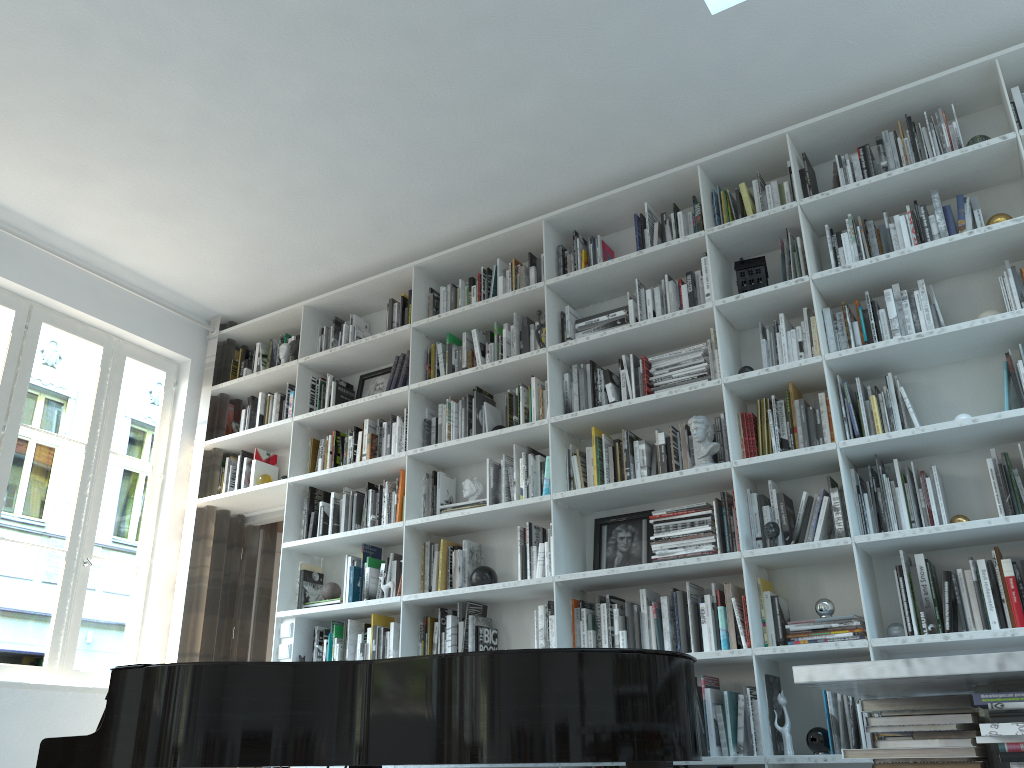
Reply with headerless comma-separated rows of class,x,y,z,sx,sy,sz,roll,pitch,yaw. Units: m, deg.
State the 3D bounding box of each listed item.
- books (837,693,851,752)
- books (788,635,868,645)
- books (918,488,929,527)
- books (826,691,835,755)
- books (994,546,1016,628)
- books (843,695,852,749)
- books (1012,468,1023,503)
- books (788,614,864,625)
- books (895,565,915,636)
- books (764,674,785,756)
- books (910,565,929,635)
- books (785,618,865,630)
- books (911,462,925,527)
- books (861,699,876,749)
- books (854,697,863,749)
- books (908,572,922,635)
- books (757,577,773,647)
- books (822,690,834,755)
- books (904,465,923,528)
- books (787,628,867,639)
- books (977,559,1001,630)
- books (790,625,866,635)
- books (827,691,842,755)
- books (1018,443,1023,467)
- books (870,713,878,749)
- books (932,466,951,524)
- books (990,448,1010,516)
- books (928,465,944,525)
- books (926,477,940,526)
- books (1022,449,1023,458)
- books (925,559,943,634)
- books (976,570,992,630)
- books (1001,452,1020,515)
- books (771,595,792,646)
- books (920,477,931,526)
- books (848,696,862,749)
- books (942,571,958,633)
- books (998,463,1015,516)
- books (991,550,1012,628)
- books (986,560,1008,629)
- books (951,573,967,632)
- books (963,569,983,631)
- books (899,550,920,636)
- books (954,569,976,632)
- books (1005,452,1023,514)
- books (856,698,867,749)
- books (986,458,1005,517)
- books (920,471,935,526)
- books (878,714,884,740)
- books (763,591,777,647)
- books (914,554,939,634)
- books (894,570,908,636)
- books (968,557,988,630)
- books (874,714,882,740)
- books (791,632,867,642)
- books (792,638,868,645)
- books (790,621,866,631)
books,1.200,1.175,3.198,0.032,0.299,0.149,-14,-26,29
books,1.201,0.967,3.322,0.285,0.012,0.160,-17,-28,33
books,1.566,0.497,3.342,0.013,0.178,0.141,-14,-26,29
books,1.169,1.216,3.201,0.012,0.228,0.130,-14,-26,29
books,1.735,0.728,3.107,0.012,0.291,0.175,-14,-26,29
books,1.219,1.215,3.167,0.013,0.201,0.139,-14,-26,29
books,1.851,0.416,3.202,0.031,0.207,0.122,-14,-26,29
books,1.194,0.898,3.343,0.254,0.012,0.161,-19,-29,37
books,1.458,0.811,3.252,0.023,0.261,0.187,-14,-26,29
books,0.999,1.250,3.346,0.012,0.284,0.160,-14,-26,29
books,1.500,0.804,3.229,0.023,0.255,0.178,-14,-26,29
books,1.198,0.911,3.344,0.285,0.012,0.160,-17,-28,32
books,1.558,0.451,3.368,0.006,0.284,0.160,-14,-26,29
books,1.265,1.156,3.137,0.021,0.283,0.173,-14,-26,29
books,1.247,1.193,3.147,0.012,0.224,0.149,-14,-26,29
books,1.497,0.824,3.255,0.015,0.239,0.153,-14,-26,29
books,1.024,0.926,3.534,0.012,0.284,0.160,-14,-26,29
books,1.156,1.199,3.205,0.005,0.263,0.163,-14,-26,29
books,1.533,0.458,3.362,0.012,0.266,0.183,-14,-26,29
books,1.197,0.944,3.328,0.285,0.012,0.160,-16,-28,31
books,1.690,0.760,3.129,0.025,0.251,0.182,-14,-26,29
books,1.200,0.934,3.336,0.254,0.012,0.161,-17,-28,33
books,1.171,1.199,3.184,0.014,0.244,0.177,-14,-26,29
books,1.865,0.371,3.194,0.007,0.284,0.160,-14,-26,29
books,1.292,1.166,3.143,0.015,0.269,0.158,-14,-26,29
books,1.617,0.448,3.321,0.013,0.250,0.173,-14,-26,29
books,1.795,0.391,3.243,0.016,0.288,0.132,-14,-26,29
books,1.605,0.446,3.328,0.014,0.260,0.142,-14,-26,29
books,1.590,0.472,3.321,0.014,0.206,0.181,-14,-26,29
books,1.862,0.375,3.161,0.018,0.250,0.184,-14,-26,29
books,1.543,0.787,3.217,0.010,0.276,0.174,-14,-26,29
books,1.683,0.784,3.144,0.012,0.220,0.153,-14,-26,29
books,1.814,0.392,3.212,0.015,0.261,0.150,-14,-26,29
books,1.067,0.950,3.498,0.030,0.209,0.137,-14,-26,29
books,1.575,0.475,3.347,0.008,0.222,0.134,-14,-26,29
books,1.223,1.192,3.143,0.026,0.224,0.175,-14,-26,29
books,1.579,0.802,3.195,0.066,0.230,0.162,-14,-26,29
books,1.794,0.412,3.200,0.016,0.215,0.178,-14,-26,29
books,1.737,0.742,3.128,0.012,0.284,0.160,-14,-26,29
books,1.725,0.763,3.145,0.016,0.259,0.098,-14,-26,29
books,1.612,0.800,3.175,0.011,0.216,0.176,-14,-26,29
books,1.655,0.787,3.159,0.024,0.227,0.160,-14,-26,29
books,1.473,0.783,3.256,0.010,0.315,0.187,-14,-26,29
books,1.634,0.791,3.176,0.029,0.233,0.143,-14,-26,29
books,1.824,0.391,3.205,0.008,0.257,0.159,-14,-26,29
books,1.248,1.191,3.125,0.011,0.211,0.179,-14,-26,29
books,1.774,0.408,3.234,0.019,0.250,0.130,-14,-26,29
books,1.580,0.462,3.337,0.015,0.237,0.177,-14,-26,29
books,1.314,1.190,3.116,0.012,0.205,0.161,-14,-26,29
books,1.041,0.947,3.513,0.027,0.228,0.141,-14,-26,29
books,1.521,0.781,3.223,0.030,0.293,0.189,-14,-26,29
books,1.454,0.826,3.275,0.012,0.253,0.161,-14,-26,29
books,1.669,0.764,3.155,0.014,0.266,0.172,-14,-26,29
books,1.297,1.176,3.118,0.013,0.232,0.149,-14,-26,29
books,1.199,0.955,3.325,0.254,0.012,0.161,-18,-28,34
books,1.198,0.977,3.314,0.285,0.012,0.160,-16,-28,31
books,1.193,0.919,3.332,0.254,0.012,0.161,-14,-27,29
